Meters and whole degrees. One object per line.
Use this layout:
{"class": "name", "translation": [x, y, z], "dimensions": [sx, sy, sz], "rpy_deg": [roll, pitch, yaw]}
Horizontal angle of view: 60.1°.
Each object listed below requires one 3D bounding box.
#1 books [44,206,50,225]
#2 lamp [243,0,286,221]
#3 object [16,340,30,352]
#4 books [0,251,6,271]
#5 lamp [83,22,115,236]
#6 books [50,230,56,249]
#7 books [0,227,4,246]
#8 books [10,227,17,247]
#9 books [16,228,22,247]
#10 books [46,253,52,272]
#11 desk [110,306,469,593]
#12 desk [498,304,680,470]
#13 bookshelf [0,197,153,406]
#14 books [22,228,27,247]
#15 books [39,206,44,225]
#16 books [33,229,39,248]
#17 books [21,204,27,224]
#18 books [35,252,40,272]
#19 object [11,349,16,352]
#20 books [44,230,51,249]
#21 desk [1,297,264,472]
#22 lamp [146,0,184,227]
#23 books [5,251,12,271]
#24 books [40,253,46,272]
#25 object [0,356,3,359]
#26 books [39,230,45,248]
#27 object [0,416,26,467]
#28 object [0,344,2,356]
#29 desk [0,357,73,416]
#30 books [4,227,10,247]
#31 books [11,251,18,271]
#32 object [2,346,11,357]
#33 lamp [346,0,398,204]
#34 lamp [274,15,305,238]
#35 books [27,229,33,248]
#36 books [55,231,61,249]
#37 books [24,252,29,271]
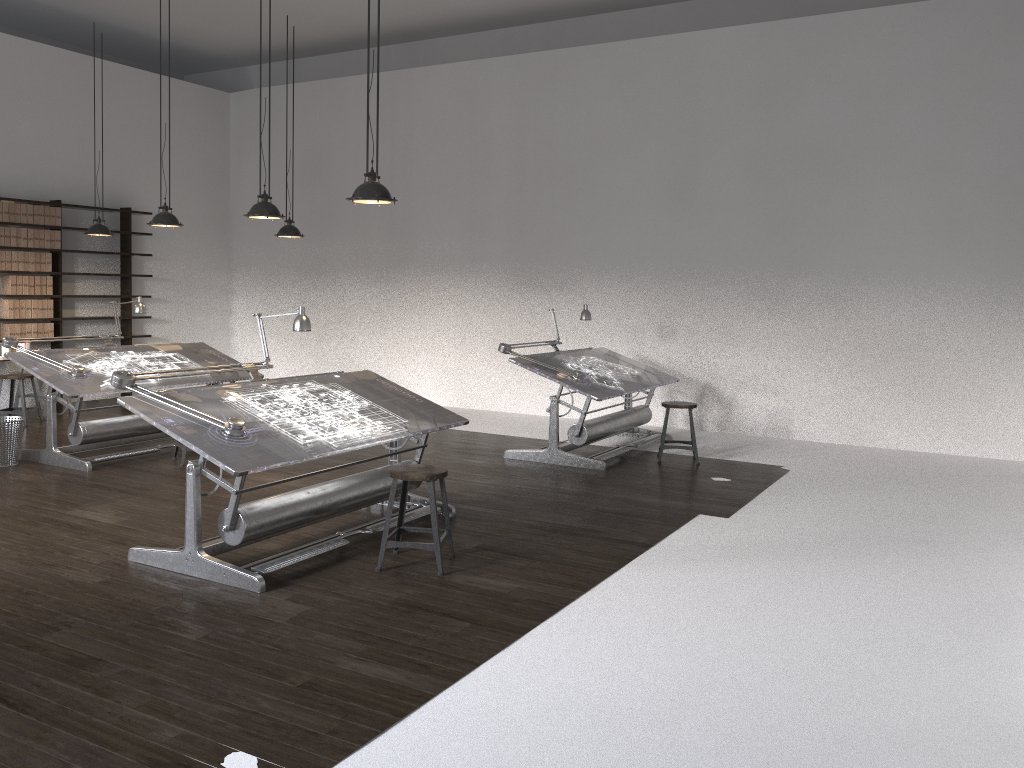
{"class": "books", "translation": [-5.545, -1.985, 10.466], "dimensions": [0.175, 0.225, 0.067], "rpy_deg": [3, 4, 29]}
{"class": "lamp", "translation": [-1.854, -2.375, 6.655], "dimensions": [0.311, 2.259, 0.313], "rpy_deg": [-1, 4, -36]}
{"class": "object", "translation": [-5.492, -0.401, 9.945], "dimensions": [0.145, 0.195, 0.144], "rpy_deg": [1, 4, 2]}
{"class": "books", "translation": [-5.820, -1.397, 10.030], "dimensions": [0.174, 0.225, 0.067], "rpy_deg": [3, 4, 29]}
{"class": "lamp", "translation": [-4.447, -2.734, 9.527], "dimensions": [0.311, 2.246, 0.313], "rpy_deg": [-1, 4, -36]}
{"class": "books", "translation": [-5.516, -1.715, 10.541], "dimensions": [0.175, 0.225, 0.067], "rpy_deg": [3, 4, 29]}
{"class": "books", "translation": [-5.820, -1.664, 10.004], "dimensions": [0.174, 0.225, 0.067], "rpy_deg": [3, 4, 29]}
{"class": "books", "translation": [-5.747, -1.675, 10.122], "dimensions": [0.175, 0.225, 0.067], "rpy_deg": [3, 4, 29]}
{"class": "books", "translation": [-5.718, -1.681, 10.182], "dimensions": [0.175, 0.225, 0.067], "rpy_deg": [3, 4, 29]}
{"class": "books", "translation": [-5.545, -1.442, 10.507], "dimensions": [0.174, 0.225, 0.067], "rpy_deg": [3, 4, 29]}
{"class": "desk", "translation": [-1.251, 0.228, 5.313], "dimensions": [1.078, 1.382, 2.074], "rpy_deg": [3, 6, 29]}
{"class": "desk", "translation": [0.758, -0.065, 8.450], "dimensions": [1.078, 1.382, 2.074], "rpy_deg": [3, 6, 29]}
{"class": "bookshelf", "translation": [-7.180, -0.342, 7.854], "dimensions": [0.374, 3.196, 9.200], "rpy_deg": [3, 6, 29]}
{"class": "books", "translation": [-5.686, -1.686, 10.236], "dimensions": [0.175, 0.225, 0.067], "rpy_deg": [3, 4, 29]}
{"class": "books", "translation": [-5.581, -1.979, 10.401], "dimensions": [0.175, 0.225, 0.067], "rpy_deg": [3, 4, 29]}
{"class": "books", "translation": [-5.618, -1.698, 10.362], "dimensions": [0.175, 0.225, 0.067], "rpy_deg": [3, 4, 29]}
{"class": "books", "translation": [-5.682, -1.961, 10.219], "dimensions": [0.174, 0.225, 0.067], "rpy_deg": [3, 4, 29]}
{"class": "books", "translation": [-5.618, -1.431, 10.386], "dimensions": [0.175, 0.225, 0.067], "rpy_deg": [3, 4, 29]}
{"class": "object", "translation": [-5.592, -0.379, 9.908], "dimensions": [0.068, 0.154, 0.068], "rpy_deg": [1, 4, 6]}
{"class": "books", "translation": [-5.545, -1.709, 10.481], "dimensions": [0.175, 0.225, 0.067], "rpy_deg": [3, 4, 29]}
{"class": "desk", "translation": [-3.385, -0.097, 8.013], "dimensions": [1.078, 1.382, 2.074], "rpy_deg": [3, 6, 29]}
{"class": "lamp", "translation": [-3.057, -2.526, 7.805], "dimensions": [0.311, 2.246, 0.313], "rpy_deg": [-1, 4, -36]}
{"class": "books", "translation": [-5.784, -1.403, 10.090], "dimensions": [0.175, 0.225, 0.067], "rpy_deg": [3, 4, 29]}
{"class": "books", "translation": [-5.583, -1.437, 10.448], "dimensions": [0.174, 0.225, 0.067], "rpy_deg": [3, 4, 29]}
{"class": "object", "translation": [-5.555, -0.289, 9.582], "dimensions": [0.106, 0.028, 0.059], "rpy_deg": [4, 6, 26]}
{"class": "books", "translation": [-5.585, -1.704, 10.423], "dimensions": [0.174, 0.225, 0.067], "rpy_deg": [3, 4, 29]}
{"class": "object", "translation": [-4.174, 0.473, 7.238], "dimensions": [0.353, 0.377, 0.354], "rpy_deg": [-3, 6, -39]}
{"class": "object", "translation": [-5.678, -0.378, 9.888], "dimensions": [0.097, 0.142, 0.096], "rpy_deg": [-3, 6, -44]}
{"class": "desk", "translation": [-5.646, 0.047, 9.678], "dimensions": [0.656, 0.667, 1.672], "rpy_deg": [4, 6, 29]}
{"class": "books", "translation": [-5.785, -1.670, 10.066], "dimensions": [0.175, 0.225, 0.067], "rpy_deg": [3, 4, 29]}
{"class": "books", "translation": [-5.746, -1.408, 10.149], "dimensions": [0.175, 0.225, 0.067], "rpy_deg": [3, 4, 29]}
{"class": "object", "translation": [-5.601, -0.369, 9.813], "dimensions": [0.094, 0.144, 0.095], "rpy_deg": [-2, 5, -35]}
{"class": "lamp", "translation": [-0.821, -2.215, 5.266], "dimensions": [0.313, 2.246, 0.311], "rpy_deg": [2, 3, 9]}
{"class": "lamp", "translation": [-2.295, -2.654, 9.158], "dimensions": [0.313, 2.246, 0.311], "rpy_deg": [2, 3, 9]}
{"class": "books", "translation": [-5.649, -1.692, 10.298], "dimensions": [0.175, 0.225, 0.067], "rpy_deg": [3, 4, 29]}
{"class": "books", "translation": [-5.484, -1.720, 10.595], "dimensions": [0.175, 0.225, 0.067], "rpy_deg": [3, 4, 29]}
{"class": "books", "translation": [-5.683, -1.420, 10.268], "dimensions": [0.175, 0.225, 0.067], "rpy_deg": [3, 4, 29]}
